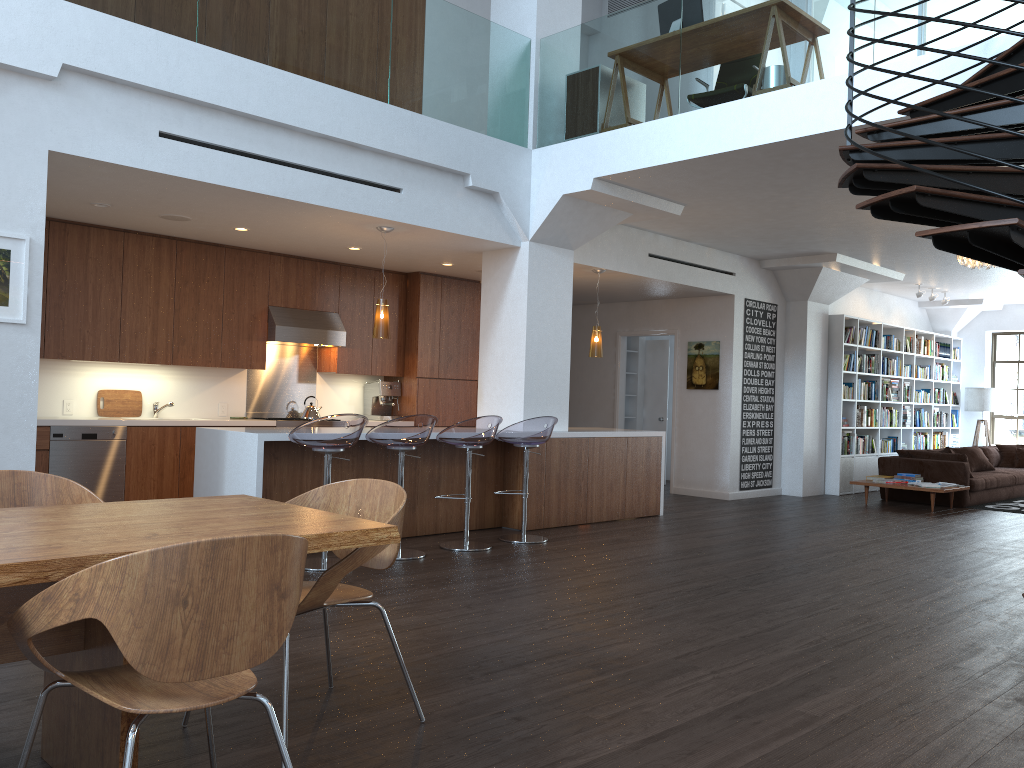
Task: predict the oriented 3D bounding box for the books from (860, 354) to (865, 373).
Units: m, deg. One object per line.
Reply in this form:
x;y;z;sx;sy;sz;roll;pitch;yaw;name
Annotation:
4.858;-0.283;12.436;0.042;0.259;0.180;3;-1;-45;books

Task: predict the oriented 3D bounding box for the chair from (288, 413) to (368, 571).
-1.229;0.694;5.885;0.530;1.014;0.481;3;-1;-43;chair

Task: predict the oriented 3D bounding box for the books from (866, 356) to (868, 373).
4.918;-0.273;12.487;0.039;0.246;0.171;3;-1;-45;books

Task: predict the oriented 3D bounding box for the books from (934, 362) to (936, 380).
6.714;-0.204;14.275;0.198;0.284;0.066;1;-1;45;books

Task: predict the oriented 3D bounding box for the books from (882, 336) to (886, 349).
5.357;-0.596;12.901;0.036;0.191;0.139;3;-1;-45;books

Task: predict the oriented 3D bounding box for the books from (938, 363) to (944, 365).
6.989;-0.194;14.541;0.176;0.290;0.036;1;-1;45;books

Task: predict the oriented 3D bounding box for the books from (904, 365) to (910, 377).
6.012;-0.192;13.560;0.036;0.191;0.139;3;-1;-45;books

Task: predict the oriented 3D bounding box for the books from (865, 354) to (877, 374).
5.123;-0.282;12.708;0.049;0.284;0.198;3;-1;-45;books

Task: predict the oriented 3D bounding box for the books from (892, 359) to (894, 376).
5.555;-0.243;13.112;0.057;0.245;0.170;3;-1;-45;books

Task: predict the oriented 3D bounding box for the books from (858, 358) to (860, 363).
4.701;-0.264;12.262;0.135;0.207;0.161;3;-1;-44;books

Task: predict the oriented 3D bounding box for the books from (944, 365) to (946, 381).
7.024;-0.177;14.574;0.180;0.259;0.060;1;-1;45;books

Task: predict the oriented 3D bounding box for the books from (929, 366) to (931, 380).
6.601;-0.181;14.160;0.052;0.226;0.158;3;-1;-45;books

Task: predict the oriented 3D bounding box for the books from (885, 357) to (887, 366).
5.370;-0.258;12.951;0.060;0.259;0.180;3;-1;-45;books

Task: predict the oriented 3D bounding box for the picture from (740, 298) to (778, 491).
3.131;0.141;11.225;0.800;2.380;0.021;3;-1;-45;picture

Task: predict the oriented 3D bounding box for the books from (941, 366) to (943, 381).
6.935;-0.171;14.490;0.174;0.240;0.045;1;-1;45;books

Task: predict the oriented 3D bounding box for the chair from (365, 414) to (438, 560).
-0.801;0.716;6.350;0.481;1.014;0.530;1;-1;43;chair

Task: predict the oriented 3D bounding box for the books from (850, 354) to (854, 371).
4.563;-0.289;12.115;0.105;0.242;0.174;3;-1;-45;books

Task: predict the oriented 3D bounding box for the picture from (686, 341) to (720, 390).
2.385;-0.232;11.070;0.030;0.600;0.450;3;-1;-45;picture

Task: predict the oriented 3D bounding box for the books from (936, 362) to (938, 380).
6.798;-0.203;14.347;0.176;0.290;0.053;1;-1;45;books

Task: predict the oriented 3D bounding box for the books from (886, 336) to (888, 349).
5.402;-0.600;12.941;0.027;0.202;0.146;3;-1;-45;books

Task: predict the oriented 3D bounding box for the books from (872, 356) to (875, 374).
5.100;-0.267;12.673;0.031;0.251;0.160;3;-1;-45;books

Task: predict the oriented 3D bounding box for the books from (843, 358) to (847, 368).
4.406;-0.266;11.955;0.170;0.182;0.161;3;-1;-45;books

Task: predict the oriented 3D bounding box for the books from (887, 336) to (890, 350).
5.457;-0.597;13.002;0.027;0.202;0.146;3;-1;-45;books

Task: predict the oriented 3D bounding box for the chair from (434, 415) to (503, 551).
-0.338;0.738;6.788;0.481;1.014;0.530;1;-1;43;chair

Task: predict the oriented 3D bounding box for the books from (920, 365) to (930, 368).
6.569;-0.185;14.124;0.042;0.231;0.140;3;-1;-45;books

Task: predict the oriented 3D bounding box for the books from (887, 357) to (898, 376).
5.645;-0.260;13.204;0.053;0.290;0.176;3;-1;-45;books

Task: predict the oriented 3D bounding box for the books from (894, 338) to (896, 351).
5.613;-0.584;13.160;0.036;0.191;0.139;3;-1;-45;books

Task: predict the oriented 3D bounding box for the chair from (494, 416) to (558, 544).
0.108;0.760;7.232;0.530;1.014;0.481;3;-1;-43;chair

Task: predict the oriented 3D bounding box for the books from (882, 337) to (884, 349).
5.319;-0.589;12.860;0.032;0.173;0.126;3;-1;-45;books

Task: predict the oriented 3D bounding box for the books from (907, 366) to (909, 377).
5.974;-0.185;13.519;0.032;0.173;0.126;3;-1;-45;books

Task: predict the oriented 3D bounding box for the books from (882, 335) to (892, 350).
5.514;-0.609;13.065;0.042;0.231;0.140;3;-1;-45;books

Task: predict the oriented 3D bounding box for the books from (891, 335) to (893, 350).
5.546;-0.605;13.103;0.052;0.226;0.158;3;-1;-45;books

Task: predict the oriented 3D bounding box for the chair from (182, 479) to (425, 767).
-0.689;0.760;3.063;0.629;0.833;0.618;1;-1;40;chair

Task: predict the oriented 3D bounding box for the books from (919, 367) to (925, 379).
6.437;-0.168;13.995;0.030;0.184;0.134;3;-1;-45;books

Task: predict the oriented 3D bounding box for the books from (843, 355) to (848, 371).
4.458;-0.282;12.014;0.101;0.218;0.161;3;-1;-45;books

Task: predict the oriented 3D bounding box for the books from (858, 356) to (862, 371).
4.736;-0.277;12.307;0.142;0.236;0.174;3;-1;-44;books

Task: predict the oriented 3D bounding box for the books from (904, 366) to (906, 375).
5.904;-0.185;13.445;0.020;0.167;0.120;3;-1;-45;books

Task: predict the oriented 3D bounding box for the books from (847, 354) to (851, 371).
4.506;-0.288;12.053;0.112;0.235;0.172;3;-1;-45;books

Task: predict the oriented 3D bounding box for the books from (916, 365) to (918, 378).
6.221;-0.188;13.763;0.027;0.202;0.146;3;-1;-45;books

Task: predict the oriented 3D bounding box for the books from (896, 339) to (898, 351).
5.683;-0.574;13.225;0.022;0.178;0.128;3;-1;-45;books

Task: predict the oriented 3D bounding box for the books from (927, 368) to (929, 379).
6.543;-0.167;14.092;0.036;0.191;0.139;3;-1;-45;books

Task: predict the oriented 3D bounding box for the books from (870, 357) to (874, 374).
5.054;-0.264;12.614;0.054;0.240;0.174;3;-1;-45;books

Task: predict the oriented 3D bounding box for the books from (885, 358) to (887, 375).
5.349;-0.250;12.897;0.045;0.239;0.174;3;-1;-45;books

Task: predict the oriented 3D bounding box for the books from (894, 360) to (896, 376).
5.594;-0.238;13.146;0.045;0.239;0.174;3;-1;-45;books

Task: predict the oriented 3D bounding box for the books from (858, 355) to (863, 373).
4.801;-0.283;12.370;0.042;0.253;0.183;3;-1;-45;books

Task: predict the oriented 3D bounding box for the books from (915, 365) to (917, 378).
6.201;-0.188;13.746;0.020;0.200;0.127;3;-1;-45;books

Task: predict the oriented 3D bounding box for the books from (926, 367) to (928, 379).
6.512;-0.171;14.065;0.045;0.196;0.136;3;-1;-45;books

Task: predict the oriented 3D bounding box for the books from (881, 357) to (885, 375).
5.300;-0.259;12.843;0.034;0.253;0.182;3;-1;-45;books

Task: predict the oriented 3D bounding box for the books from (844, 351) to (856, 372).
4.624;-0.310;12.163;0.053;0.290;0.176;3;-1;-45;books

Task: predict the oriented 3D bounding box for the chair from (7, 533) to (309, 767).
-0.816;0.740;2.117;0.629;0.830;0.617;3;-1;-45;chair

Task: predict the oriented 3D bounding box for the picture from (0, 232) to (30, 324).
-2.944;-0.602;4.887;0.500;0.500;0.018;3;-1;-45;picture

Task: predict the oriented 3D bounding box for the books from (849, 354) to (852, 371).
4.530;-0.289;12.091;0.093;0.239;0.172;3;-1;-45;books

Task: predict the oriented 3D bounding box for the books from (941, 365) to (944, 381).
6.971;-0.176;14.510;0.183;0.253;0.034;1;-1;45;books

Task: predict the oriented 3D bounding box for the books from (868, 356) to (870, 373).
4.967;-0.274;12.542;0.042;0.253;0.183;3;-1;-45;books

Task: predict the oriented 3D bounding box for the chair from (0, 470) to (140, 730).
-1.647;0.727;2.962;0.618;0.833;0.629;1;-1;43;chair

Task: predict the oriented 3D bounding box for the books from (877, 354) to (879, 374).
5.171;-0.283;12.733;0.053;0.291;0.176;3;-1;-45;books

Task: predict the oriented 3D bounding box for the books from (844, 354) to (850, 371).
4.482;-0.287;12.032;0.104;0.232;0.152;3;-1;-45;books

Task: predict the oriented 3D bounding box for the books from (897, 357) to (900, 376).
5.685;-0.255;13.250;0.065;0.283;0.197;3;-1;-45;books

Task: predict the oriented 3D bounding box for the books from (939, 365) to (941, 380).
6.855;-0.182;14.398;0.183;0.253;0.034;1;-1;45;books
